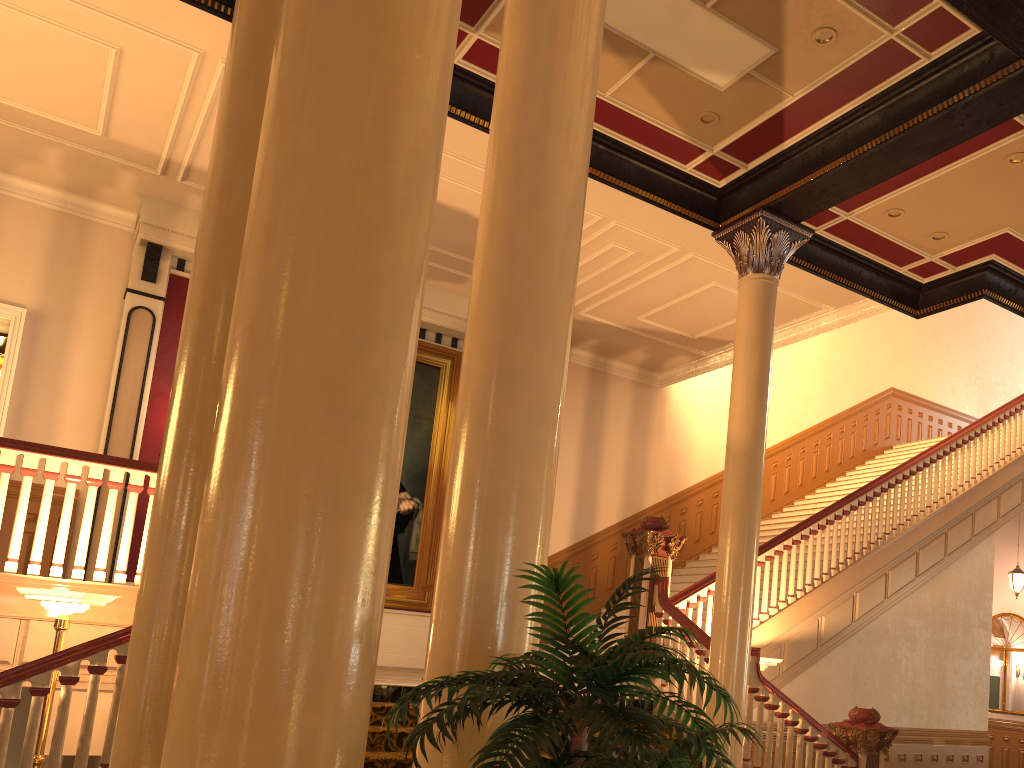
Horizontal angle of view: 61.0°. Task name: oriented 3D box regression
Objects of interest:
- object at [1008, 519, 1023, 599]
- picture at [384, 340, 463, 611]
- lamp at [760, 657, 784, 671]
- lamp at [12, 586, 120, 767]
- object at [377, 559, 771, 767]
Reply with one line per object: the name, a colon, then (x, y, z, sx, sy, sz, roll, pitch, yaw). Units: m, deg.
object: (-1.272, -0.492, 4.271, 0.645, 4.211, 31.786, -1, -17, 42)
picture: (-1.949, 0.942, 10.658, 2.670, 3.376, 0.054, 12, -10, -30)
lamp: (2.226, 3.605, 8.255, 0.592, 1.968, 0.582, 7, -9, -11)
lamp: (-2.840, 2.247, 5.213, 0.559, 1.968, 0.614, -2, -11, 42)
object: (0.149, 1.450, 1.958, 1.141, 2.104, 1.002, 14, -12, -40)
